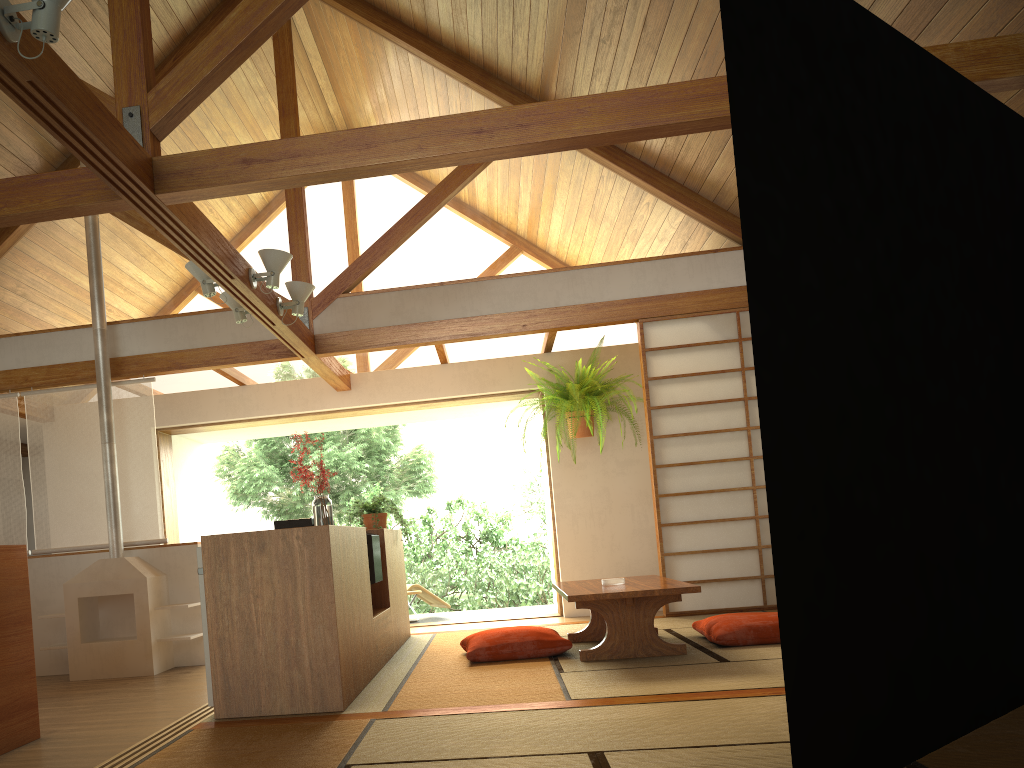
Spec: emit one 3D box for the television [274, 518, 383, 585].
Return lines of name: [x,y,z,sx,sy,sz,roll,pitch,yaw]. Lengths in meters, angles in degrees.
television: [-0.979,1.007,4.809,0.497,0.534,0.642,-5,-6,2]

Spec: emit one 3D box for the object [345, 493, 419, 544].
object: [-0.955,0.914,5.835,0.537,0.373,0.534,0,-9,-36]

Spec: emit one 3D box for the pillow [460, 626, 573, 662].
pillow: [0.009,1.383,4.707,0.555,0.147,0.572,-4,-9,-3]

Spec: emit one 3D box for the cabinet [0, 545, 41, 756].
cabinet: [-3.567,1.243,3.737,2.829,0.874,0.834,-6,-6,6]

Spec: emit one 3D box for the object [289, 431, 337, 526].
object: [-0.974,0.461,4.230,0.244,0.496,0.221,-6,-3,9]

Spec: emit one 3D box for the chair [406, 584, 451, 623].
chair: [-1.258,1.981,8.403,1.182,0.622,0.848,-2,-7,-21]

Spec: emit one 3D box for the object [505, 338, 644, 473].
object: [0.598,0.189,7.230,1.272,1.119,1.072,-5,-5,-3]

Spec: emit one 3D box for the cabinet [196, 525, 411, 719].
cabinet: [-0.994,1.183,4.808,0.561,0.729,2.663,-5,-9,-1]

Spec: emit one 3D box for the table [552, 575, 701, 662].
table: [0.565,1.224,4.619,0.607,0.333,1.208,-5,-9,0]

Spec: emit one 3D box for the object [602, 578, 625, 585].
object: [0.534,1.040,4.605,0.113,0.030,0.127,-1,-10,-23]

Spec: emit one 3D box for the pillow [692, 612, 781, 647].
pillow: [1.268,1.259,4.542,0.563,0.130,0.564,-5,-9,2]
